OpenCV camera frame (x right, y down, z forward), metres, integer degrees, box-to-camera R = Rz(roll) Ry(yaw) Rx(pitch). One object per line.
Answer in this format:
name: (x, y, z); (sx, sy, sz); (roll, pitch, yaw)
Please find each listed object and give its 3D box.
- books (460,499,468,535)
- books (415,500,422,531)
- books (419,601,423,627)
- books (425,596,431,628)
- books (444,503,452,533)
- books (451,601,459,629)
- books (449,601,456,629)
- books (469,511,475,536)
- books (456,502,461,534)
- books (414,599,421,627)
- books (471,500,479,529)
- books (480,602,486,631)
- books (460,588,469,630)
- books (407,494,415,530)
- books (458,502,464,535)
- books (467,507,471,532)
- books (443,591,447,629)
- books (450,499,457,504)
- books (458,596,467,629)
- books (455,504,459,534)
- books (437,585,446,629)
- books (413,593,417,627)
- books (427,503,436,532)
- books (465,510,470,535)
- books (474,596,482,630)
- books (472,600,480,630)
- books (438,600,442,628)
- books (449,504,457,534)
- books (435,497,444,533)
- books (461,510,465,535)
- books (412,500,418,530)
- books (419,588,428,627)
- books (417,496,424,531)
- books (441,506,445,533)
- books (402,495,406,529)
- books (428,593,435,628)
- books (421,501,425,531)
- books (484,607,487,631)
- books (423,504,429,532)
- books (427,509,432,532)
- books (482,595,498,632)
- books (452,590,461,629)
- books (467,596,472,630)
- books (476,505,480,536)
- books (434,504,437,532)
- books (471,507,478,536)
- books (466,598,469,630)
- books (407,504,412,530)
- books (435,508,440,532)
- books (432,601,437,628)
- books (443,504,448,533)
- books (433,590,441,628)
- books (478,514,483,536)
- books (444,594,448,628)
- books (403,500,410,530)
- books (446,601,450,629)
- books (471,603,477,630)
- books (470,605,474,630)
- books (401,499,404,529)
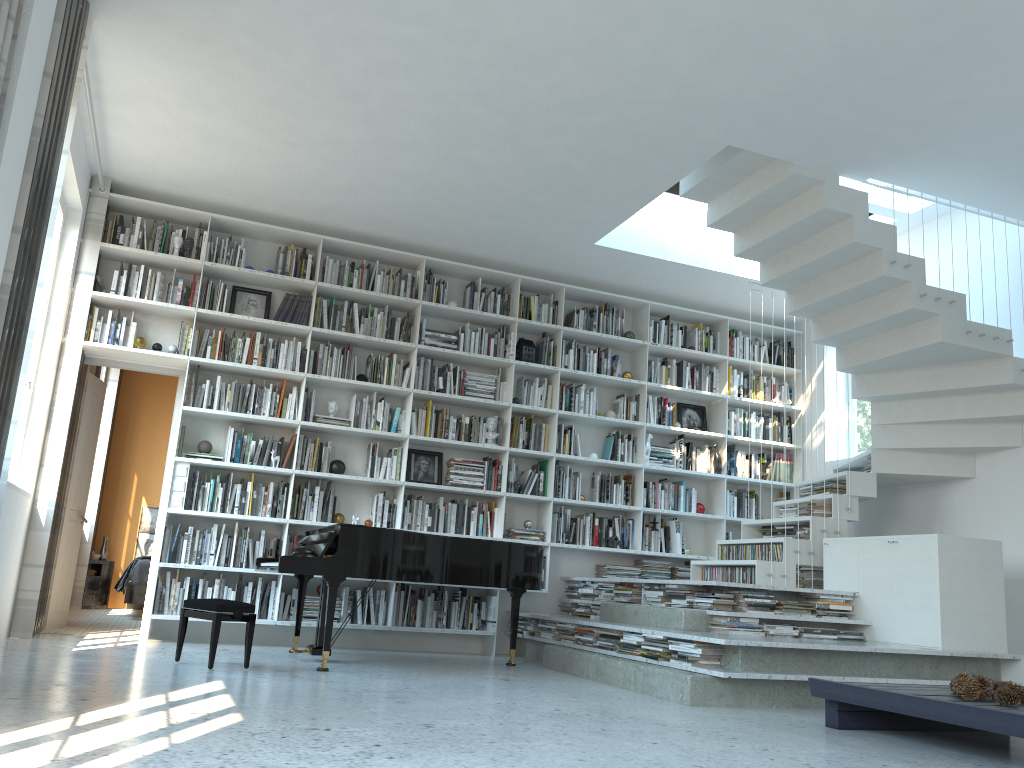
books: (-0.399, 1.084, 7.187); (0.012, 0.296, 0.178); (9, -13, -20)
books: (-0.760, 1.053, 7.048); (0.027, 0.245, 0.179); (9, -13, -20)
books: (-0.734, 1.797, 6.939); (0.030, 0.196, 0.143); (9, -13, -20)
books: (-0.678, 1.785, 6.954); (0.030, 0.234, 0.138); (9, -13, -20)
books: (-0.528, 1.090, 7.159); (0.025, 0.254, 0.136); (9, -13, -20)
books: (-0.468, 1.824, 7.008); (0.029, 0.209, 0.171); (9, -13, -20)
books: (-0.484, 1.822, 6.996); (0.010, 0.205, 0.180); (9, -13, -20)
books: (-0.349, 1.136, 7.193); (0.023, 0.204, 0.167); (9, -13, -20)
books: (-0.457, 1.093, 7.165); (0.010, 0.261, 0.181); (9, -13, -20)
books: (-0.750, 1.782, 6.902); (0.028, 0.206, 0.175); (9, -13, -20)
books: (-0.311, 1.101, 7.227); (0.014, 0.293, 0.137); (9, -13, -20)
books: (-0.261, 1.852, 7.086); (0.029, 0.217, 0.191); (9, -13, -20)
books: (-0.391, 1.782, 7.041); (0.013, 0.316, 0.187); (9, -13, -20)
books: (-0.814, 1.028, 7.057); (0.027, 0.290, 0.141); (9, -13, -20)
books: (-0.437, 1.093, 7.165); (0.028, 0.264, 0.161); (9, -13, -20)
books: (-0.370, 1.121, 7.201); (0.014, 0.234, 0.154); (9, -13, -20)
books: (-0.555, 1.773, 6.986); (0.014, 0.287, 0.185); (9, -13, -20)
books: (-0.484, 1.081, 7.175); (0.014, 0.285, 0.135); (9, -13, -20)
books: (-0.419, 1.809, 7.020); (0.044, 0.250, 0.187); (9, -13, -20)
books: (-0.471, 1.098, 7.170); (0.011, 0.251, 0.158); (9, -13, -20)
books: (-0.566, 1.747, 6.984); (0.014, 0.335, 0.183); (9, -13, -20)
books: (-0.775, 1.760, 6.923); (0.012, 0.254, 0.151); (9, -13, -20)
books: (-0.653, 1.072, 7.082); (0.029, 0.237, 0.166); (9, -13, -20)
books: (-0.384, 1.129, 7.181); (0.024, 0.206, 0.183); (9, -13, -20)
books: (-0.281, 1.832, 7.088); (0.013, 0.255, 0.177); (9, -13, -20)
books: (-0.304, 1.844, 7.086); (0.028, 0.227, 0.162); (9, -13, -20)
books: (-0.589, 1.806, 6.973); (0.022, 0.212, 0.167); (9, -13, -20)
books: (-0.495, 1.093, 7.142); (0.026, 0.245, 0.191); (9, -13, -20)
books: (-0.595, 1.057, 7.120); (0.026, 0.291, 0.152); (9, -13, -20)
books: (-0.421, 1.129, 7.180); (0.021, 0.202, 0.128); (9, -13, -20)
books: (-0.790, 1.052, 7.055); (0.024, 0.247, 0.132); (9, -13, -20)
books: (-0.701, 1.751, 6.948); (0.026, 0.293, 0.155); (9, -13, -20)
books: (-0.739, 1.038, 7.056); (0.013, 0.281, 0.166); (9, -13, -20)
books: (-0.577, 1.097, 7.129); (0.025, 0.220, 0.140); (9, -13, -20)
books: (-0.873, 1.022, 7.014); (0.011, 0.275, 0.146); (9, -13, -20)
books: (-0.650, 1.776, 6.967); (0.028, 0.260, 0.133); (9, -13, -20)
books: (-0.731, 1.062, 7.074); (0.021, 0.244, 0.141); (9, -13, -20)
books: (-0.242, 1.876, 7.102); (0.023, 0.181, 0.149); (9, -13, -20)
books: (-0.703, 1.074, 7.059); (0.023, 0.217, 0.175); (9, -13, -20)
books: (-0.679, 1.093, 7.060); (0.029, 0.183, 0.175); (9, -13, -20)
books: (-0.186, 1.825, 7.059); (0.038, 0.268, 0.277); (9, -13, -20)
books: (-0.447, 1.787, 7.024); (0.011, 0.292, 0.184); (9, -13, -20)
books: (-0.359, 1.818, 7.056); (0.011, 0.257, 0.172); (9, -13, -20)
books: (-0.302, 1.123, 7.235); (0.014, 0.255, 0.145); (9, -13, -20)
books: (-0.637, 1.081, 7.098); (0.013, 0.229, 0.139); (9, -13, -20)
books: (-0.326, 1.125, 7.204); (0.023, 0.234, 0.175); (9, -13, -20)
books: (-0.384, 1.827, 7.061); (0.028, 0.238, 0.140); (9, -13, -20)
books: (-0.834, 1.062, 7.024); (0.024, 0.208, 0.170); (9, -13, -20)
books: (-0.617, 1.098, 7.089); (0.023, 0.196, 0.165); (9, -13, -20)
books: (-0.626, 1.807, 6.968); (0.024, 0.203, 0.145); (9, -13, -20)
books: (-0.549, 1.092, 7.133); (0.031, 0.236, 0.159); (9, -13, -20)
books: (-0.602, 1.768, 6.971); (0.013, 0.284, 0.185); (9, -13, -20)
books: (-0.279, 1.156, 7.211); (0.023, 0.182, 0.169); (9, -13, -20)
books: (-0.544, 1.791, 7.004); (0.024, 0.261, 0.132); (9, -13, -20)
books: (-0.853, 1.043, 7.006); (0.027, 0.233, 0.168); (9, -13, -20)
books: (-0.519, 1.821, 7.017); (0.040, 0.212, 0.129); (9, -13, -20)
books: (-0.323, 1.850, 7.064); (0.022, 0.204, 0.191); (9, -13, -20)
books: (-0.349, 1.855, 7.064); (0.024, 0.191, 0.155); (9, -13, -20)
books: (-0.895, 1.036, 7.010); (0.029, 0.243, 0.154); (9, -13, -20)
